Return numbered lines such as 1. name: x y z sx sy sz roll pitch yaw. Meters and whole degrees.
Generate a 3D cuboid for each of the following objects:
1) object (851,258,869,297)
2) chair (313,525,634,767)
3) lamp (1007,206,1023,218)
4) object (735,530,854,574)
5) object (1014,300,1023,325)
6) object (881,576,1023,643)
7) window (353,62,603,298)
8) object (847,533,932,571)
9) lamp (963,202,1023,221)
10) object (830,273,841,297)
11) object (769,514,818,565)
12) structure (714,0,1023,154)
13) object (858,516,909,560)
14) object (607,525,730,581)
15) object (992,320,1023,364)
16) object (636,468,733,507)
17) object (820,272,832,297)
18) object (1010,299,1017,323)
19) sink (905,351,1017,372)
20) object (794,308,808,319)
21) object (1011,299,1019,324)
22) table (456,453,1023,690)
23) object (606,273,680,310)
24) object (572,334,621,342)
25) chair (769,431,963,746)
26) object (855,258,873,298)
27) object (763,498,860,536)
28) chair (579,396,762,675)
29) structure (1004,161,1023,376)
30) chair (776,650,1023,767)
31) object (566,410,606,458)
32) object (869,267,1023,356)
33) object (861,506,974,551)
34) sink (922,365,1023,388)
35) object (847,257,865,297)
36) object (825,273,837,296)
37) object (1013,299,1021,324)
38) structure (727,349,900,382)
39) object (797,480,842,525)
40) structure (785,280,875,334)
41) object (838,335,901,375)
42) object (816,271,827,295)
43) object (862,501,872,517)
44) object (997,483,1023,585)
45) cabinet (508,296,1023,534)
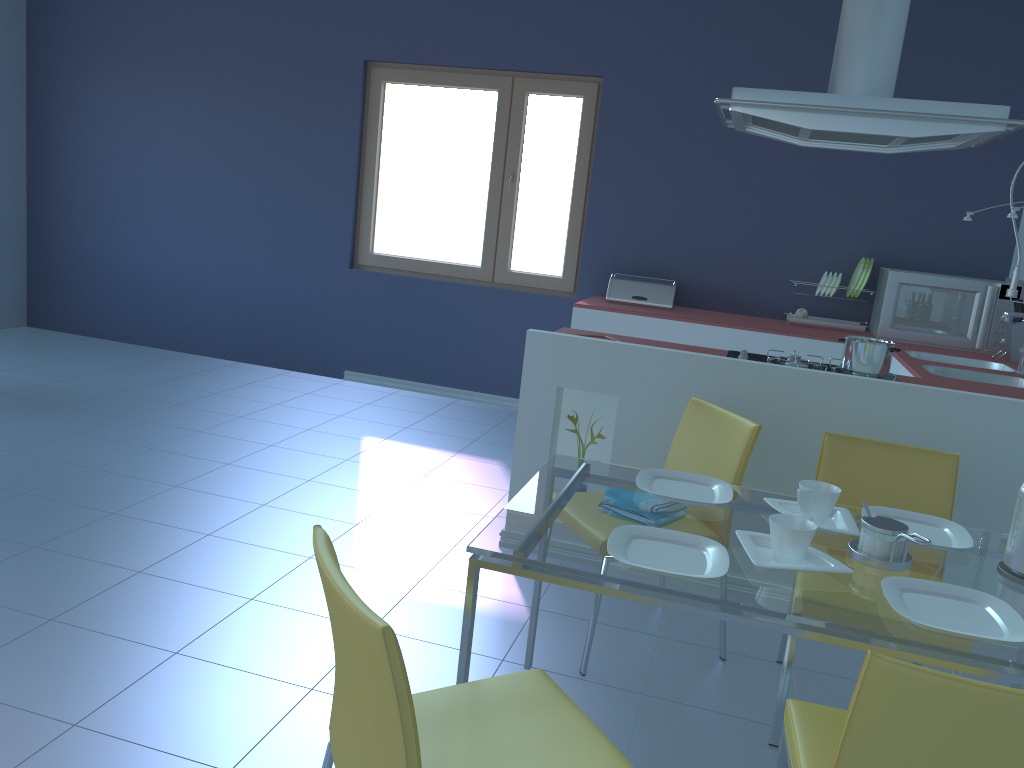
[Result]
1. object: 1.829 -0.558 4.660 0.053 0.214 0.220 8 12 11
2. chair: -0.072 0.596 1.389 0.484 0.695 0.387 0 13 -27
3. lamp: 2.012 -0.646 3.189 0.400 0.134 0.037 9 12 14
4. object: 0.543 0.337 1.745 0.194 0.020 0.190 5 11 -4
5. object: 2.319 -0.255 4.076 0.037 0.265 0.019 11 12 24
6. object: 0.770 0.400 1.553 0.228 0.020 0.228 8 12 11
7. window: -0.240 -1.237 5.347 1.475 1.263 0.142 9 12 14
8. object: 0.749 0.321 1.780 0.123 0.081 0.166 7 11 6
9. lamp: 2.221 -0.770 3.916 0.400 0.134 0.037 9 12 14
10. object: 1.714 -0.522 4.693 0.039 0.136 0.140 8 12 10
11. object: 0.549 0.308 1.725 0.111 0.083 0.091 4 12 -13
12. structure: 1.192 -1.279 2.883 0.895 0.962 0.695 9 12 14
13. object: 0.752 0.317 1.801 0.090 0.071 0.087 2 12 -20
14. object: 0.294 0.323 1.677 0.228 0.020 0.228 8 12 11
15. object: 2.316 -0.205 4.119 0.109 0.200 0.100 9 12 14
16. object: 0.407 0.249 2.104 0.228 0.020 0.228 8 12 11
17. object: 1.667 -0.529 4.702 0.039 0.136 0.140 8 12 10
18. object: 2.338 -0.267 4.142 0.037 0.265 0.019 7 11 5
19. sink: 1.981 -0.020 3.963 0.428 0.172 0.326 9 12 14
20. object: 1.564 -0.369 4.803 0.097 0.082 0.083 -4 15 -41
21. object: 2.332 -0.263 4.121 0.038 0.265 0.019 11 12 24
22. table: 0.542 0.618 1.901 1.173 0.590 0.730 9 12 14
23. object: 0.725 -0.514 4.906 0.364 0.153 0.235 9 12 15
24. object: 0.344 -0.158 3.318 0.151 0.006 0.269 1 12 -23
25. chair: 0.917 0.528 2.257 0.387 0.695 0.484 10 12 17
26. object: 1.850 -0.555 4.656 0.053 0.214 0.220 8 12 11
27. object: 0.671 0.303 1.981 0.194 0.020 0.190 7 11 6
28. chair: 0.385 0.406 2.575 0.484 0.695 0.387 2 12 -21
29. structure: 2.102 -0.494 3.606 0.178 0.920 0.308 9 12 13
30. chair: 0.641 0.673 1.388 0.387 0.695 0.484 9 12 12
31. object: 0.241 0.290 3.133 0.067 0.423 0.229 -5 16 -43
32. object: 2.186 -0.375 4.505 0.611 0.350 0.367 9 12 14
33. object: 0.901 0.327 1.984 0.228 0.020 0.228 10 12 16
34. sink: 1.851 0.057 3.513 0.428 0.172 0.326 9 12 15
35. object: 1.809 -0.561 4.664 0.053 0.214 0.220 8 12 11
36. object: 1.690 -0.525 4.697 0.039 0.136 0.140 8 12 10
37. object: 2.326 -0.259 4.098 0.038 0.265 0.019 11 12 24
38. structure: 1.064 -0.064 3.135 0.600 0.047 0.500 9 12 14
39. object: 0.674 0.268 1.989 0.111 0.083 0.091 6 11 -3
40. structure: 1.680 -0.410 4.718 0.408 0.225 0.194 8 12 11
41. object: 1.193 -0.097 2.978 0.170 0.106 0.157 6 11 -2
42. object: 1.643 -0.532 4.707 0.039 0.136 0.140 8 12 10
43. object: 0.745 0.292 1.827 0.023 0.079 0.077 2 12 -20
44. object: 1.070 0.286 1.766 0.132 0.222 0.146 -1 13 -32
45. cabinet: 1.171 0.166 3.954 2.139 0.800 2.200 9 12 14
